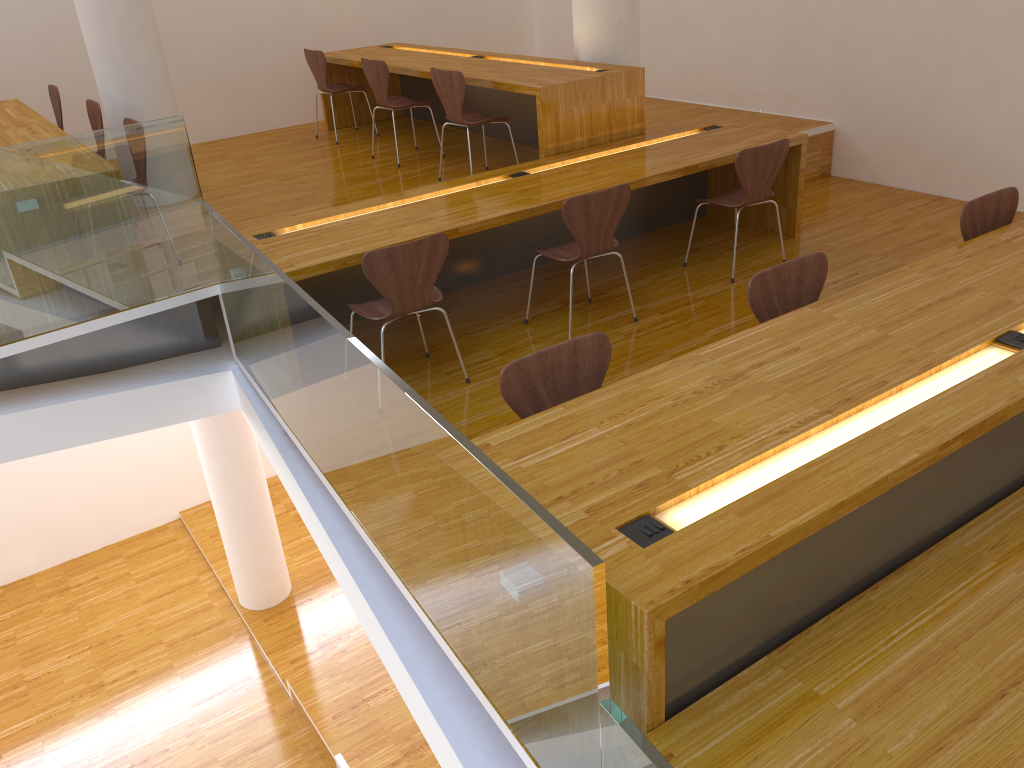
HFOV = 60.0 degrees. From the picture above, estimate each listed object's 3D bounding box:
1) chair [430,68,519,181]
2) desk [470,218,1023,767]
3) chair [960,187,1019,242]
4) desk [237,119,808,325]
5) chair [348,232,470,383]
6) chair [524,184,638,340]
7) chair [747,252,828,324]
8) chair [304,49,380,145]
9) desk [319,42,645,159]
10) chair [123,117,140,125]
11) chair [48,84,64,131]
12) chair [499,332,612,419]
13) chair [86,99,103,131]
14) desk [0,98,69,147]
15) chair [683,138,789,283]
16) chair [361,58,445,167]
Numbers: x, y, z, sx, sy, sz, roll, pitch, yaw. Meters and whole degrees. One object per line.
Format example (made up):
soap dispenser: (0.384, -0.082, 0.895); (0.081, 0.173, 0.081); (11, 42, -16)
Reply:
chair: (-0.224, -1.591, 5.434); (0.381, 0.693, 0.428); (-21, 31, -28)
desk: (1.513, 0.307, 2.685); (3.236, 0.918, 1.285); (-21, 31, -28)
chair: (1.989, -0.373, 3.490); (0.428, 0.693, 0.381); (-21, 31, -28)
desk: (0.177, -0.786, 4.708); (3.185, 0.606, 0.760); (-21, 31, -28)
chair: (-0.488, -0.313, 3.784); (0.428, 0.693, 0.381); (-21, 31, -28)
chair: (0.314, -0.614, 4.242); (0.428, 0.693, 0.381); (-21, 31, -28)
chair: (1.044, -0.039, 2.992); (0.428, 0.693, 0.381); (-21, 31, -28)
chair: (-1.361, -2.309, 7.035); (0.381, 0.693, 0.428); (-21, 31, -28)
desk: (-0.399, -2.009, 6.369); (0.760, 0.606, 3.185); (-21, 31, -28)
chair: (-1.979, -0.932, 4.433); (0.381, 0.693, 0.428); (-21, 31, -28)
chair: (-3.179, -1.627, 5.997); (0.381, 0.693, 0.428); (-21, 31, -28)
chair: (0.242, 0.262, 2.534); (0.428, 0.693, 0.381); (-21, 31, -28)
chair: (-2.522, -1.261, 5.168); (0.381, 0.693, 0.428); (-21, 31, -28)
desk: (-3.172, -1.025, 4.715); (1.527, 0.785, 3.243); (-21, 31, -28)
chair: (1.217, -0.974, 4.798); (0.428, 0.693, 0.381); (-21, 31, -28)
chair: (-0.767, -1.919, 6.170); (0.381, 0.693, 0.428); (-21, 31, -28)
